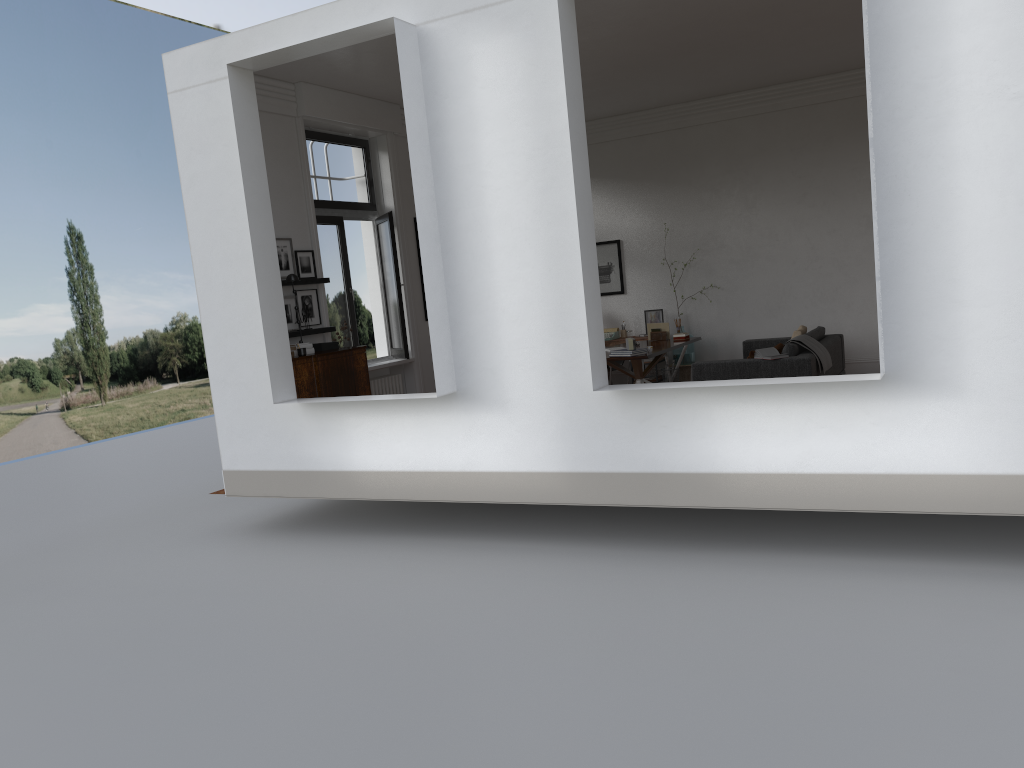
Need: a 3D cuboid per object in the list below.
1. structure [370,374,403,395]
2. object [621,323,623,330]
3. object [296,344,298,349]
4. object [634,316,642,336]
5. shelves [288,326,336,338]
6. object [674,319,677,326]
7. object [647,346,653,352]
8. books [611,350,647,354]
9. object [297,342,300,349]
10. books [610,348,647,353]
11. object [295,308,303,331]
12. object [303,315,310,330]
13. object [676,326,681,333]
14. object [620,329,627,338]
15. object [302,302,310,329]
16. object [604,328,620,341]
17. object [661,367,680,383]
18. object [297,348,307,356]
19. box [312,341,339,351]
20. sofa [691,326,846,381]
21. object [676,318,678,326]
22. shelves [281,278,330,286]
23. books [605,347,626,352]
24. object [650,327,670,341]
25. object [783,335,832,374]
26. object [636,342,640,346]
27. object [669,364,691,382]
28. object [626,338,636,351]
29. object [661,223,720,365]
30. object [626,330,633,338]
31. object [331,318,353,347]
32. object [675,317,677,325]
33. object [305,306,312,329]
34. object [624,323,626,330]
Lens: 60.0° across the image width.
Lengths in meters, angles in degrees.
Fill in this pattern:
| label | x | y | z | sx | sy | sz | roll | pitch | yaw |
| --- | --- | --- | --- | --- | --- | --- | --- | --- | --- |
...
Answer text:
| label | x | y | z | sx | sy | sz | roll | pitch | yaw |
| --- | --- | --- | --- | --- | --- | --- | --- | --- | --- |
| structure | -1.739 | 0.350 | 10.678 | 0.225 | 0.780 | 1.449 | -2 | 7 | 28 |
| object | 1.658 | -0.806 | 13.300 | 0.008 | 0.207 | 0.054 | -7 | 7 | -7 |
| object | -2.050 | -0.334 | 8.501 | 0.010 | 0.139 | 0.045 | -2 | 8 | 25 |
| object | 1.872 | -0.862 | 13.179 | 0.111 | 0.303 | 0.111 | -9 | 8 | -25 |
| shelves | -2.314 | -0.487 | 8.952 | 0.156 | 0.055 | 1.510 | -3 | 7 | 28 |
| object | 2.171 | -0.782 | 11.730 | 0.049 | 0.193 | 0.008 | -6 | 7 | -3 |
| object | 1.586 | -0.400 | 10.227 | 0.082 | 0.065 | 0.064 | -12 | 9 | -41 |
| books | 1.337 | -0.367 | 10.150 | 0.250 | 0.017 | 0.344 | -11 | 8 | -37 |
| object | -2.032 | -0.341 | 8.483 | 0.010 | 0.119 | 0.050 | -2 | 8 | 30 |
| books | 1.336 | -0.384 | 10.148 | 0.250 | 0.017 | 0.344 | -11 | 8 | -37 |
| object | -2.211 | -0.677 | 9.179 | 0.040 | 0.261 | 0.123 | -2 | 8 | 28 |
| object | -2.151 | -0.639 | 9.233 | 0.040 | 0.161 | 0.066 | -2 | 8 | 28 |
| object | 2.206 | -0.719 | 11.741 | 0.058 | 0.091 | 0.058 | -4 | 7 | 15 |
| object | 1.672 | -0.757 | 13.290 | 0.075 | 0.114 | 0.058 | -2 | 8 | 28 |
| object | -2.163 | -0.714 | 9.294 | 0.040 | 0.299 | 0.118 | -2 | 8 | 28 |
| object | 1.305 | -0.731 | 13.182 | 0.535 | 0.149 | 0.483 | -3 | 7 | 26 |
| object | 2.273 | -0.071 | 12.668 | 0.260 | 0.305 | 0.260 | -7 | 7 | -8 |
| object | -2.020 | -0.305 | 8.523 | 0.091 | 0.077 | 0.091 | -6 | 7 | 1 |
| box | -1.972 | -0.391 | 9.243 | 0.208 | 0.087 | 0.281 | -3 | 7 | 28 |
| sofa | 3.089 | -0.156 | 10.436 | 1.262 | 0.831 | 2.637 | -2 | 7 | 28 |
| object | 2.186 | -0.781 | 11.708 | 0.008 | 0.193 | 0.049 | -1 | 9 | 32 |
| shelves | -2.366 | -1.005 | 8.884 | 0.158 | 0.055 | 1.510 | -3 | 7 | 28 |
| books | 1.288 | -0.431 | 11.028 | 0.231 | 0.026 | 0.325 | -7 | 6 | -7 |
| object | 1.984 | -0.670 | 11.881 | 0.228 | 0.167 | 0.149 | -2 | 8 | 28 |
| object | 3.222 | -0.328 | 9.654 | 0.400 | 0.388 | 0.750 | -2 | 7 | 28 |
| object | 1.568 | -0.517 | 11.432 | 0.132 | 0.047 | 0.114 | -7 | 6 | -9 |
| object | 2.520 | -0.134 | 12.937 | 0.435 | 0.317 | 0.340 | -2 | 8 | 28 |
| object | 1.361 | -0.457 | 10.144 | 0.082 | 0.126 | 0.275 | -6 | 6 | 1 |
| object | 2.584 | -1.322 | 12.772 | 0.807 | 2.064 | 0.352 | -5 | 7 | 9 |
| object | 1.736 | -0.738 | 13.099 | 0.093 | 0.102 | 0.093 | -4 | 7 | 19 |
| object | -1.960 | -0.448 | 10.154 | 0.317 | 0.601 | 0.540 | -6 | 7 | -1 |
| object | 2.185 | -0.788 | 11.754 | 0.008 | 0.196 | 0.032 | -8 | 8 | -18 |
| object | -2.154 | -0.705 | 9.370 | 0.040 | 0.262 | 0.110 | -2 | 8 | 28 |
| object | 1.687 | -0.809 | 13.294 | 0.054 | 0.207 | 0.008 | -4 | 7 | 11 |
